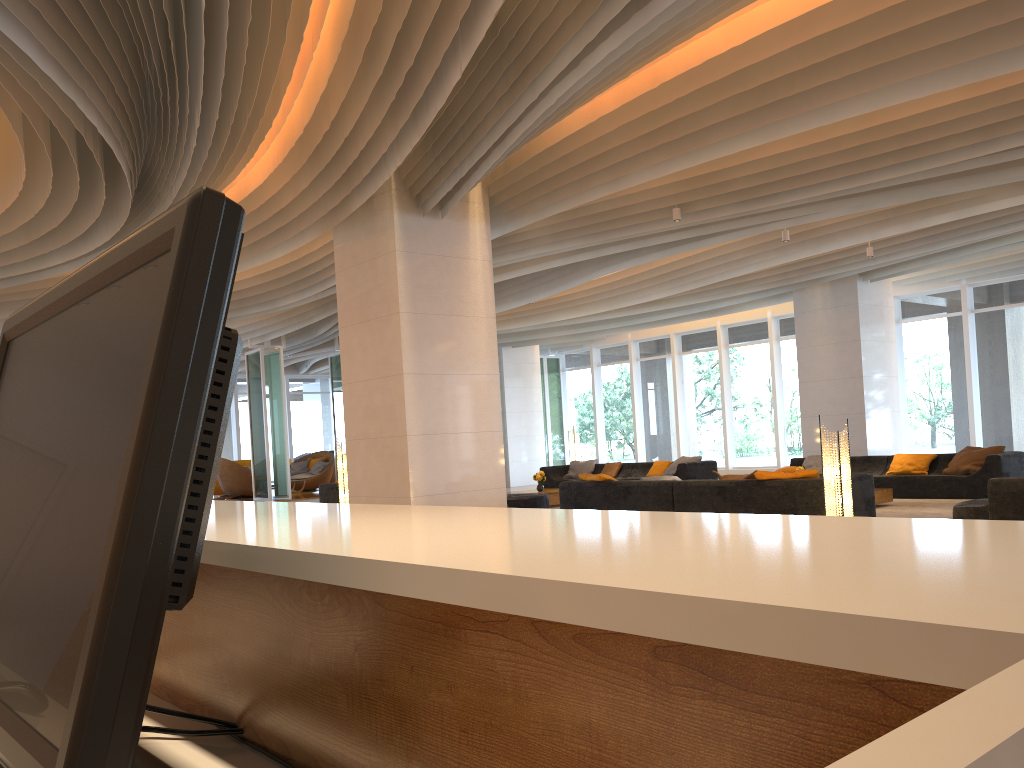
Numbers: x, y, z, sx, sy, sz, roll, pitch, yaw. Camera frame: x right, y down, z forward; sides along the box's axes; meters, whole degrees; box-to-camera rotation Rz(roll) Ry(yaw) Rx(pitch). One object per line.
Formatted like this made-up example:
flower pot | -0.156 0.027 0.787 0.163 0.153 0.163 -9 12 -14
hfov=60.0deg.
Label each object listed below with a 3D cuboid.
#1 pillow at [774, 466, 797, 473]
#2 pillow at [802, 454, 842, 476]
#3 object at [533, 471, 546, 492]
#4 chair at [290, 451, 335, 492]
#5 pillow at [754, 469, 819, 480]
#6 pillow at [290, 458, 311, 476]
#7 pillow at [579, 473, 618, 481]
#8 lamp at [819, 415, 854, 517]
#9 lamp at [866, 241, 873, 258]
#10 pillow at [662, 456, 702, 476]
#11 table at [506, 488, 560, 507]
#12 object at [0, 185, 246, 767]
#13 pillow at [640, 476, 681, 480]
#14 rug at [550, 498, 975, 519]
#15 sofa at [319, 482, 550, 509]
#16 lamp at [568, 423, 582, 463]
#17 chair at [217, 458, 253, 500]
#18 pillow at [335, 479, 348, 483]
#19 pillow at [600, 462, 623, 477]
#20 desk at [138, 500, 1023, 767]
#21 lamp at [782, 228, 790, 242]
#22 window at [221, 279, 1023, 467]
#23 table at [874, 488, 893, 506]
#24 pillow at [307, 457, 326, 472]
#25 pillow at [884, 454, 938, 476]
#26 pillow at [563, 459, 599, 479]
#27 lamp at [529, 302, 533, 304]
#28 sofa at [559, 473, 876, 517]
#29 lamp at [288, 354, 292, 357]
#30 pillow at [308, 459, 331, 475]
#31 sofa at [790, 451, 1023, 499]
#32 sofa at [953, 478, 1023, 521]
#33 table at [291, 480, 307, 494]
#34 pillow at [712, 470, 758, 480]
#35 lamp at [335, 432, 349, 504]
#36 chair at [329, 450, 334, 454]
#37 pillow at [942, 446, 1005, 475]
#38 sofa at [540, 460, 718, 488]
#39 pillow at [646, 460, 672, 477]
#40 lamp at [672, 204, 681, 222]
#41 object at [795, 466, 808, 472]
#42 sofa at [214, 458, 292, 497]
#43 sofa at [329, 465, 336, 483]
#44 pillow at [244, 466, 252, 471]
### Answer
pillow | 4.363 1.400 14.047 0.445 0.192 0.591 -4 -4 14
pillow | 4.774 1.299 13.730 0.469 0.416 0.655 -2 -3 -41
object | 0.489 1.696 15.556 0.237 0.376 0.265 -3 -1 -9
chair | -5.169 2.219 22.527 1.496 1.004 1.154 -5 -3 37
pillow | 2.837 1.045 9.010 0.631 0.377 0.555 -5 -3 27
pillow | -5.441 2.126 22.713 0.617 0.454 0.475 -4 -2 10
pillow | 1.187 1.272 10.937 0.552 0.377 0.633 -3 -3 -19
lamp | 2.865 0.861 7.806 0.254 1.197 0.246 -3 -1 -41
lamp | 5.177 -2.603 12.933 0.088 1.505 0.090 -4 0 40
pillow | 3.032 1.487 15.892 0.552 0.377 0.633 -3 -3 -19
table | 0.494 1.981 15.351 1.626 0.220 1.577 0 -5 -41
object | -0.330 0.122 0.725 0.360 0.435 0.528 -2 -3 -41
pillow | 1.821 1.252 10.314 0.427 0.376 0.578 -2 -3 -39
rug | 3.589 1.669 11.744 5.602 0.022 15.983 0 -5 -41
sofa | -0.804 1.816 14.979 2.871 0.652 5.014 0 -5 -41
lamp | 1.358 1.560 18.955 0.254 1.449 0.246 -3 -1 -41
chair | -6.350 2.173 20.746 1.153 1.004 1.498 -2 -3 -33
pillow | -2.946 1.859 15.968 0.338 0.316 0.413 -4 -3 21
pillow | 1.910 1.668 17.180 0.327 0.312 0.401 -1 -3 -43
desk | -2.040 0.890 2.627 0.912 1.048 6.573 -2 -4 -41
lamp | 3.501 -2.597 11.483 0.088 1.505 0.090 -4 0 22
window | 5.432 -0.001 16.086 54.052 3.217 22.352 -4 -4 14
table | 3.788 1.528 11.502 1.626 0.220 1.577 0 -5 -41
pillow | -5.037 2.085 22.740 0.598 0.422 0.377 -5 -2 27
pillow | 5.683 1.192 12.672 0.457 0.393 0.628 -1 -3 -41
pillow | 1.382 1.714 17.820 0.631 0.377 0.555 -5 -3 27
lamp | 0.285 -2.143 15.415 0.089 1.505 0.089 -3 0 4
sofa | 2.127 1.350 10.062 0.957 0.581 3.722 -1 -4 -41
lamp | -5.390 -1.408 21.348 0.090 1.505 0.088 -3 0 -32
pillow | -4.866 2.096 22.358 0.471 0.408 0.497 -2 -3 -38
sofa | 5.127 1.361 12.981 1.373 0.582 4.083 -1 -5 -42
sofa | 4.752 1.010 7.278 1.377 0.576 2.220 -1 -5 -41
table | -5.496 2.517 21.530 1.066 0.318 0.830 -6 -4 31
pillow | 2.483 1.122 9.538 0.451 0.409 0.593 -2 -3 -39
lamp | -2.667 1.492 14.213 0.254 1.449 0.246 -3 -1 -41
chair | -4.645 2.371 25.310 1.121 1.004 1.541 -5 -3 32
pillow | 6.286 1.039 12.091 0.552 0.377 0.633 -3 -3 -19
sofa | 2.115 1.792 16.765 0.957 0.581 3.722 -1 -4 -41
pillow | 2.693 1.560 16.265 0.327 0.312 0.402 -2 -3 -39
lamp | 1.819 -2.592 10.016 0.088 1.505 0.090 -4 0 40
object | 3.715 1.222 11.327 0.238 0.376 0.263 -3 -2 -19
sofa | -6.818 2.395 22.891 1.094 0.900 2.603 -5 -4 39
sofa | -3.950 2.257 23.429 2.550 0.900 1.117 -4 -2 8
pillow | -6.176 2.023 20.480 0.612 0.454 0.479 -5 -3 31
